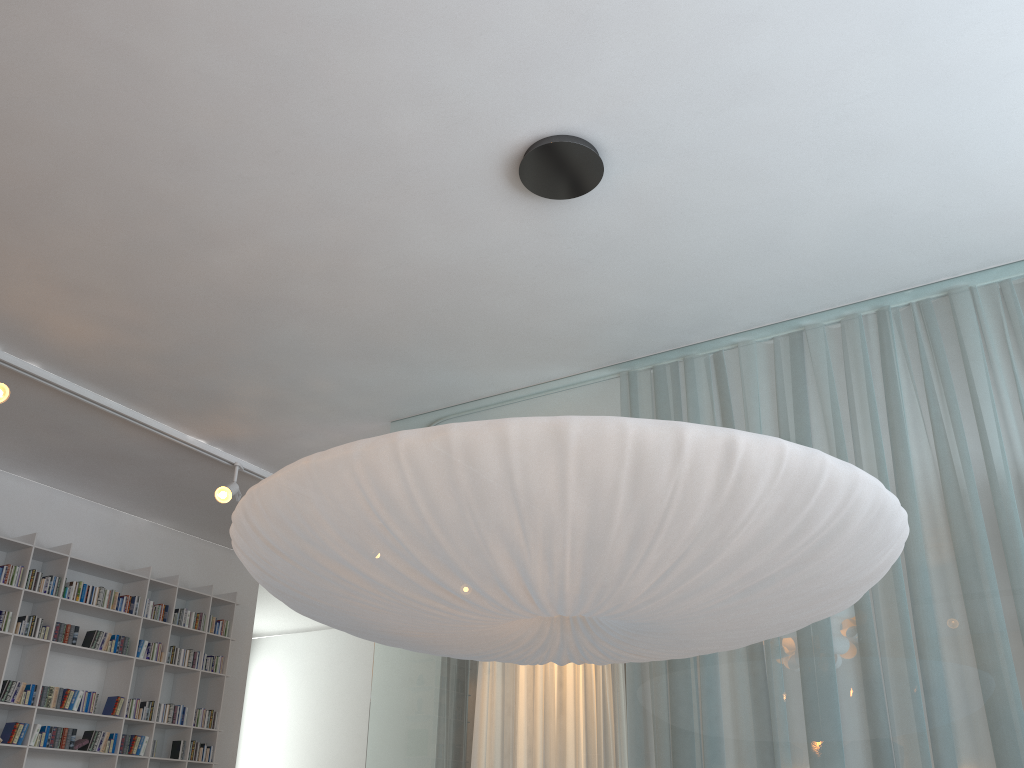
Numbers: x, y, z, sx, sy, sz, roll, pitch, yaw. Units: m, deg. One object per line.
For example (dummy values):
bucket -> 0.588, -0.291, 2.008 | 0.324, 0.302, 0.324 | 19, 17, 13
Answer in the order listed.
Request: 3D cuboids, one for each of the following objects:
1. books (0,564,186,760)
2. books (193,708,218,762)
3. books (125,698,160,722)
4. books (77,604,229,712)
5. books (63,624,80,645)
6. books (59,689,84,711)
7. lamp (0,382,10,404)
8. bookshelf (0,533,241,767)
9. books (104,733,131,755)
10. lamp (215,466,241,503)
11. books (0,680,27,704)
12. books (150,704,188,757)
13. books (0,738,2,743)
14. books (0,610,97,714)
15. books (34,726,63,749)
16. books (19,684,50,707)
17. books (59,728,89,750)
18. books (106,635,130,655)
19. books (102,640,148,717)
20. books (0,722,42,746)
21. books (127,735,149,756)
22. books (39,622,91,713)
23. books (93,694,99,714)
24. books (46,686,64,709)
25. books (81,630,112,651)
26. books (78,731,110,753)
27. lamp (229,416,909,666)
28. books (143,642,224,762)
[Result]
books -> -2.380, 1.457, 4.634 | 0.115, 0.833, 1.792 | -12, -29, 27
books -> -1.885, 2.105, 5.303 | 0.115, 0.291, 0.187 | -13, -28, 27
books -> -2.108, 1.840, 4.986 | 0.102, 0.109, 0.237 | -13, -30, 27
books -> -2.335, 1.925, 4.523 | 0.115, 1.769, 1.995 | -12, -29, 27
books -> -2.366, 1.340, 4.702 | 0.090, 0.101, 0.075 | -13, -29, 28
books -> -2.331, 1.659, 4.636 | 0.090, 0.105, 0.121 | -13, -29, 27
lamp -> -2.032, -0.027, 3.400 | 0.251, 0.233, 0.087 | -6, -25, 14
bookshelf -> -2.387, 1.879, 4.553 | 0.228, 2.016, 2.130 | -12, -29, 27
books -> -2.169, 1.963, 4.819 | 0.099, 0.102, 0.148 | -12, -29, 26
lamp -> -1.419, 0.514, 4.451 | 0.085, 0.233, 0.258 | 2, -26, -3
books -> -2.493, 1.529, 4.381 | 0.090, 0.105, 0.121 | -13, -29, 27
books -> -2.010, 2.005, 5.108 | 0.115, 0.291, 0.236 | -13, -28, 27
books -> -2.619, 1.600, 4.113 | 0.090, 0.103, 0.514 | -13, -30, 27
books -> -2.416, 1.444, 4.568 | 0.101, 0.426, 0.634 | -12, -29, 27
books -> -2.373, 1.798, 4.499 | 0.100, 0.101, 0.135 | -13, -29, 26
books -> -2.434, 1.580, 4.475 | 0.100, 0.101, 0.142 | -13, -29, 26
books -> -2.297, 1.859, 4.617 | 0.090, 0.103, 0.167 | -13, -29, 27
books -> -2.218, 1.460, 4.935 | 0.100, 0.101, 0.135 | -13, -29, 26
books -> -2.164, 1.648, 4.957 | 0.090, 0.419, 0.159 | -13, -28, 27
books -> -2.441, 1.741, 4.391 | 0.090, 0.107, 0.161 | -13, -29, 27
books -> -2.102, 2.014, 4.922 | 0.090, 0.105, 0.121 | -13, -29, 27
books -> -2.367, 1.489, 4.644 | 0.101, 0.419, 0.358 | -12, -28, 27
books -> -2.535, 1.350, 4.378 | 0.102, 0.419, 1.149 | -12, -29, 27
books -> -2.379, 1.621, 4.559 | 0.090, 0.105, 0.075 | -13, -29, 28
books -> -2.275, 1.412, 4.843 | 0.090, 0.105, 0.121 | -13, -29, 27
books -> -2.230, 1.912, 4.722 | 0.090, 0.105, 0.121 | -13, -29, 27
lamp -> 0.114, 0.473, 2.003 | 1.477, 0.204, 1.505 | 11, -29, -20
books -> -1.983, 1.879, 5.210 | 0.115, 0.608, 0.581 | -12, -28, 27
